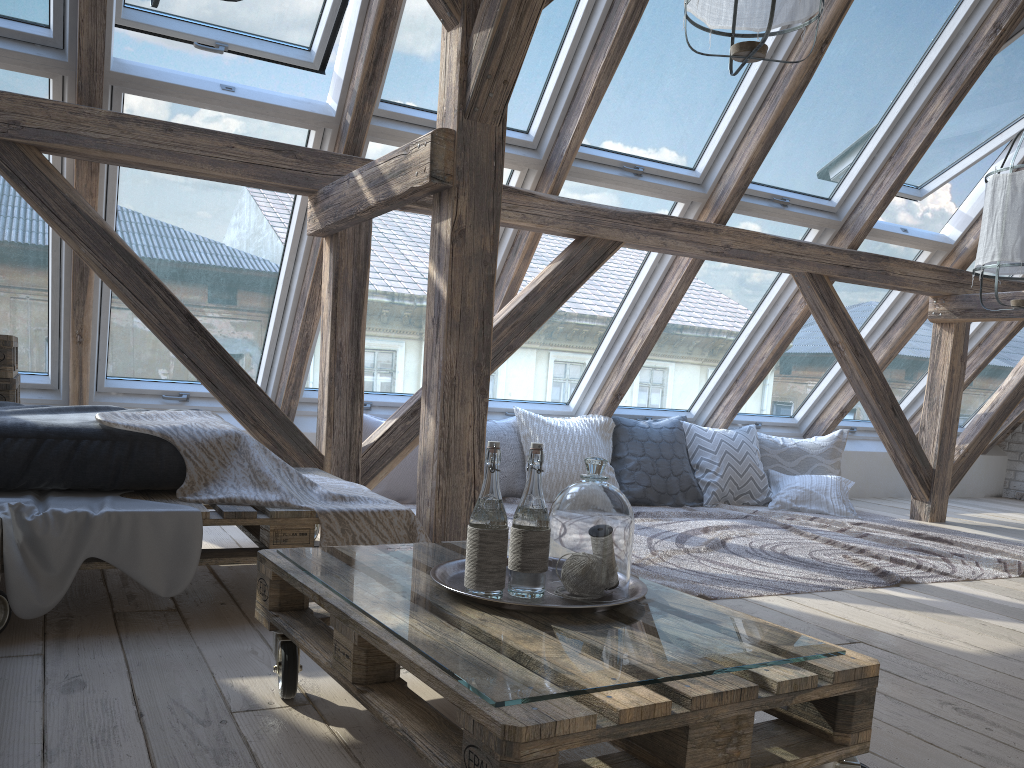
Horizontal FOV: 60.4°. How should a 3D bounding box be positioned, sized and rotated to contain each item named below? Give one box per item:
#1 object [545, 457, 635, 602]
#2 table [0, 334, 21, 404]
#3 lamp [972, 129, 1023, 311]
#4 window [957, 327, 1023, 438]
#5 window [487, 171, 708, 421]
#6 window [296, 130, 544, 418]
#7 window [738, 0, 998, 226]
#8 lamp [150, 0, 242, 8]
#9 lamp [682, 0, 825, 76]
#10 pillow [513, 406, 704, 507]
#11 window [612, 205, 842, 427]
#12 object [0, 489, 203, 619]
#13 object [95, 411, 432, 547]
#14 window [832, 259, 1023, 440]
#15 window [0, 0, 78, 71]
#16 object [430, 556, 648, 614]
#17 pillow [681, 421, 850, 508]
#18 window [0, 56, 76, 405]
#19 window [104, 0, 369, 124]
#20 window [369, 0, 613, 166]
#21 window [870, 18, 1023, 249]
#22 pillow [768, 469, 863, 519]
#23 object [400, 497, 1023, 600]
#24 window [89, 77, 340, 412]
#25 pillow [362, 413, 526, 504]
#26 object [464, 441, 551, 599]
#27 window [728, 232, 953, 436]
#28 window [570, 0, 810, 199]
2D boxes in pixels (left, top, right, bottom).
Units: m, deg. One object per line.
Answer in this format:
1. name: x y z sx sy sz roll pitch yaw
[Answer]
1. object: 0.142 0.254 1.589 0.155 0.250 0.155 7 6 30
2. table: -2.246 0.152 2.966 1.018 0.710 0.667 3 4 -28
3. lamp: 2.052 -1.236 3.278 0.406 1.920 0.395 6 7 13
4. window: 3.543 -0.172 6.364 0.856 1.292 1.083 1 5 -28
5. window: 0.293 -0.391 4.638 0.856 1.292 1.083 1 5 -28
6. window: -0.520 -0.446 4.207 0.856 1.292 1.083 1 5 -28
7. window: 1.649 -1.495 4.046 0.856 1.292 1.083 1 5 -28
8. lamp: -0.695 -1.614 1.788 0.406 1.537 0.395 6 7 13
9. lamp: 0.752 -1.620 2.540 0.403 1.321 0.398 9 8 38
10. pillow: 0.593 0.425 5.108 1.274 0.570 0.462 3 4 -27
11. window: 1.105 -0.336 5.069 0.856 1.292 1.083 1 5 -28
12. object: -1.207 0.393 2.160 0.708 0.280 0.500 3 2 -44
13. object: -0.649 0.346 2.745 1.009 0.479 0.803 4 2 2
14. window: 2.730 -0.227 5.932 0.856 1.292 1.083 1 5 -28
15. window: -1.602 -1.714 2.321 0.856 1.292 1.083 1 5 -28
16. object: 0.048 0.364 1.605 0.395 0.022 0.391 4 0 -8
17. pillow: 1.583 0.521 5.589 1.156 0.541 0.495 3 4 -23
18. window: -2.145 -0.555 3.344 0.856 1.292 1.083 1 5 -28
19. window: -0.810 -1.661 2.792 0.856 1.292 1.334 1 4 -28
20. window: 0.024 -1.604 3.184 0.856 1.292 1.083 1 5 -28
21. window: 2.439 -1.442 4.521 0.856 1.291 1.390 1 4 -28
22. pillow: 1.842 0.680 5.391 0.535 0.245 0.472 4 2 13
23. object: 1.039 0.700 4.300 3.192 0.057 2.165 4 0 -28
24. window: -1.333 -0.500 3.775 0.856 1.292 1.083 1 5 -28
25. pillow: -0.298 0.400 4.669 1.134 0.531 0.430 3 4 -35
26. object: -0.003 0.233 1.510 0.154 0.271 0.070 1 7 -28
27. window: 1.918 -0.282 5.501 0.856 1.292 1.083 1 5 -28
28. window: 0.836 -1.550 3.615 0.856 1.292 1.083 1 5 -28
